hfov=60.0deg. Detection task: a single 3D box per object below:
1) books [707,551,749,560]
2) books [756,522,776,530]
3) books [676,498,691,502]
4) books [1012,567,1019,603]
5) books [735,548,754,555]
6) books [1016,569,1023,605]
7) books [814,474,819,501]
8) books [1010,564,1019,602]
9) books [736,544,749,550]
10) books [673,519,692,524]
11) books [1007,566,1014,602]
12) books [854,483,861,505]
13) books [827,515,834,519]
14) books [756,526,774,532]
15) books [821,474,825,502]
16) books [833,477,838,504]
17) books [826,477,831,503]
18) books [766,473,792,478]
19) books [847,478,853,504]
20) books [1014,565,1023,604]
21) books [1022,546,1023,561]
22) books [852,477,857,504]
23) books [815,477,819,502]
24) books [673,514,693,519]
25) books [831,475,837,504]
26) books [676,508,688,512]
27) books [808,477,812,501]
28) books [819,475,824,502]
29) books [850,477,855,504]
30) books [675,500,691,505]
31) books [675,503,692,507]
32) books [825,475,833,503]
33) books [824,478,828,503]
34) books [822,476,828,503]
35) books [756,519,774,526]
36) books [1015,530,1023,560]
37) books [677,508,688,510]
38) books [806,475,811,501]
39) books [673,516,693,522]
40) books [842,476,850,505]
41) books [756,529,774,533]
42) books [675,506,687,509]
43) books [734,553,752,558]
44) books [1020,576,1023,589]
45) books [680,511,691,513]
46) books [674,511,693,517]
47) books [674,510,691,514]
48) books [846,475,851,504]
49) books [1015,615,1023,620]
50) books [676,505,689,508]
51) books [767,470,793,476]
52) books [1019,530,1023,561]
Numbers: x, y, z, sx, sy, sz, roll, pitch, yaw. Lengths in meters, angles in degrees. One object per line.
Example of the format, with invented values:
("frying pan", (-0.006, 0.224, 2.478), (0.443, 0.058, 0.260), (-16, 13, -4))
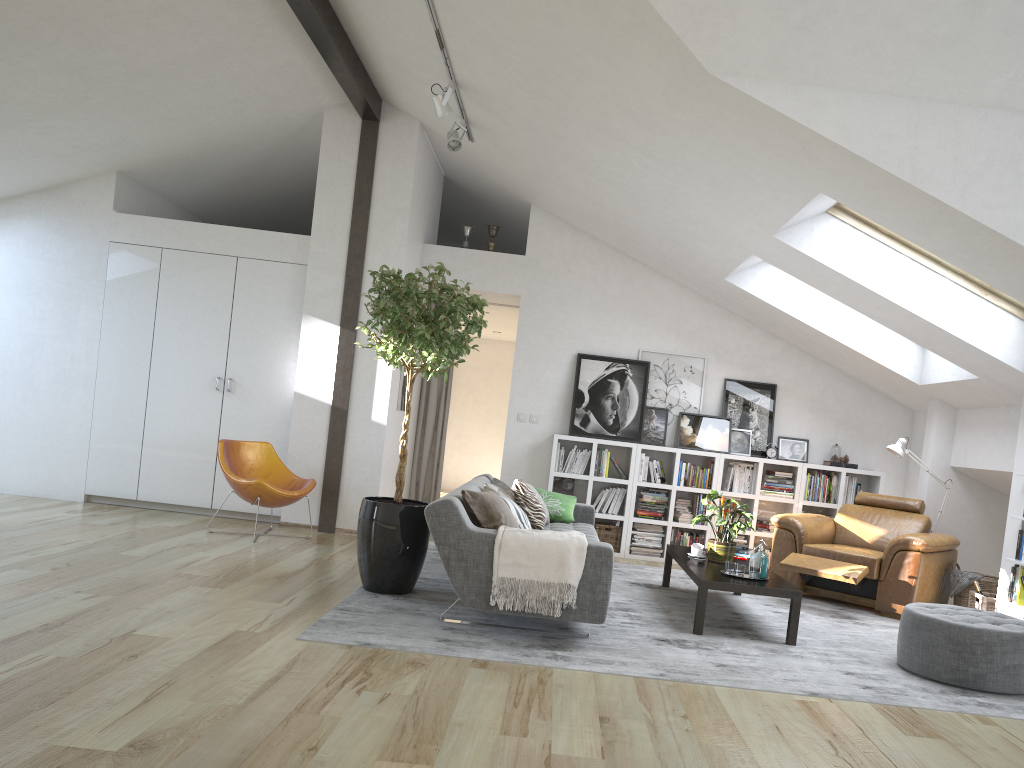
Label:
("books", (1.577, 1.242, 6.458), (0.284, 0.017, 0.217), (6, -3, 21))
("books", (2.378, 1.319, 8.233), (0.150, 0.037, 0.204), (8, -3, -23))
("books", (1.591, 1.078, 8.237), (0.122, 0.021, 0.089), (7, -2, 0))
("books", (3.426, 1.346, 5.900), (0.168, 0.242, 0.027), (7, 2, -1))
("books", (1.606, 1.205, 6.478), (0.279, 0.030, 0.186), (5, -3, 26))
("books", (3.426, 1.345, 5.852), (0.170, 0.237, 0.025), (7, 2, -1))
("books", (2.799, 0.959, 8.226), (0.011, 0.251, 0.160), (7, 1, 3))
("books", (3.421, 1.340, 5.926), (0.156, 0.255, 0.025), (7, 2, -1))
("books", (1.599, 1.179, 6.478), (0.243, 0.019, 0.166), (6, -2, 10))
("books", (1.569, 1.266, 8.211), (0.136, 0.017, 0.182), (7, -3, -13))
("books", (3.423, 1.351, 5.952), (0.171, 0.236, 0.027), (7, 2, -1))
("books", (3.174, 1.021, 8.204), (0.038, 0.212, 0.128), (7, 1, 3))
("books", (2.938, 1.328, 8.239), (0.028, 0.214, 0.160), (7, 0, 3))
("books", (2.367, 1.346, 8.241), (0.165, 0.023, 0.212), (8, -3, -34))
("books", (2.858, 0.964, 8.229), (0.014, 0.254, 0.183), (7, 0, 3))
("books", (2.976, 0.980, 8.234), (0.011, 0.251, 0.160), (7, 1, 3))
("books", (2.908, 0.977, 8.240), (0.019, 0.240, 0.175), (7, 0, 3))
("books", (2.479, 0.845, 8.231), (0.175, 0.018, 0.239), (7, -2, -3))
("books", (3.120, 0.997, 8.259), (0.019, 0.250, 0.159), (7, 1, 3))
("books", (3.437, 1.336, 5.875), (0.188, 0.261, 0.026), (7, 2, -1))
("books", (3.440, 1.094, 5.855), (0.123, 0.169, 0.032), (7, 2, -1))
("books", (3.151, 0.993, 8.236), (0.015, 0.264, 0.167), (7, 1, 3))
("books", (2.808, 0.973, 8.224), (0.011, 0.224, 0.161), (7, 0, 3))
("books", (1.577, 1.221, 8.210), (0.136, 0.017, 0.182), (7, -3, -13))
("books", (2.960, 0.973, 8.237), (0.025, 0.260, 0.180), (7, 0, 3))
("books", (1.579, 1.164, 8.225), (0.109, 0.014, 0.174), (6, -3, 8))
("books", (2.744, 0.966, 8.228), (0.011, 0.224, 0.161), (7, 0, 3))
("books", (2.844, 0.963, 8.233), (0.014, 0.254, 0.183), (7, 0, 3))
("books", (3.137, 0.991, 8.246), (0.015, 0.264, 0.167), (7, 1, 3))
("books", (1.584, 1.100, 8.237), (0.137, 0.027, 0.095), (7, -2, 0))
("books", (1.589, 1.121, 8.241), (0.143, 0.015, 0.100), (7, -2, -10))
("books", (2.924, 0.972, 8.229), (0.014, 0.254, 0.183), (7, 0, 3))
("books", (2.892, 0.983, 8.232), (0.011, 0.224, 0.161), (7, 0, 3))
("books", (2.876, 0.970, 8.233), (0.024, 0.247, 0.171), (7, 0, 3))
("books", (2.379, 1.287, 8.237), (0.141, 0.030, 0.182), (8, -3, -24))
("books", (3.453, 1.083, 5.934), (0.139, 0.200, 0.047), (7, 2, -1))
("books", (1.575, 1.152, 8.229), (0.105, 0.010, 0.167), (6, -2, 3))
("books", (2.731, 0.956, 8.238), (0.019, 0.240, 0.175), (7, 0, 3))
("books", (1.570, 1.244, 8.216), (0.148, 0.029, 0.195), (7, -2, -13))
("books", (3.060, 0.980, 8.215), (0.048, 0.266, 0.161), (7, 1, 3))
("books", (2.365, 1.363, 8.250), (0.162, 0.014, 0.257), (7, -2, -2))
("books", (1.569, 1.141, 8.224), (0.103, 0.010, 0.190), (6, -3, 14))
("books", (1.594, 1.225, 6.459), (0.295, 0.019, 0.204), (6, -3, 20))
("books", (3.407, 1.360, 5.755), (0.164, 0.196, 0.170), (7, 0, 1))
("books", (1.592, 1.178, 8.230), (0.106, 0.010, 0.165), (7, -3, -7))
("books", (1.581, 1.203, 8.225), (0.117, 0.020, 0.213), (7, -3, -11))
("books", (1.580, 1.187, 8.231), (0.105, 0.010, 0.185), (7, -3, -6))
("books", (3.100, 0.983, 8.260), (0.026, 0.271, 0.165), (7, 1, 3))
("books", (3.435, 1.558, 5.849), (0.134, 0.017, 0.221), (7, -2, 2))
("books", (1.584, 1.134, 8.231), (0.103, 0.010, 0.171), (6, -3, 18))
("books", (2.484, 0.825, 8.238), (0.172, 0.025, 0.244), (7, -2, -3))
("books", (3.448, 1.078, 5.890), (0.124, 0.204, 0.037), (7, 2, -1))
